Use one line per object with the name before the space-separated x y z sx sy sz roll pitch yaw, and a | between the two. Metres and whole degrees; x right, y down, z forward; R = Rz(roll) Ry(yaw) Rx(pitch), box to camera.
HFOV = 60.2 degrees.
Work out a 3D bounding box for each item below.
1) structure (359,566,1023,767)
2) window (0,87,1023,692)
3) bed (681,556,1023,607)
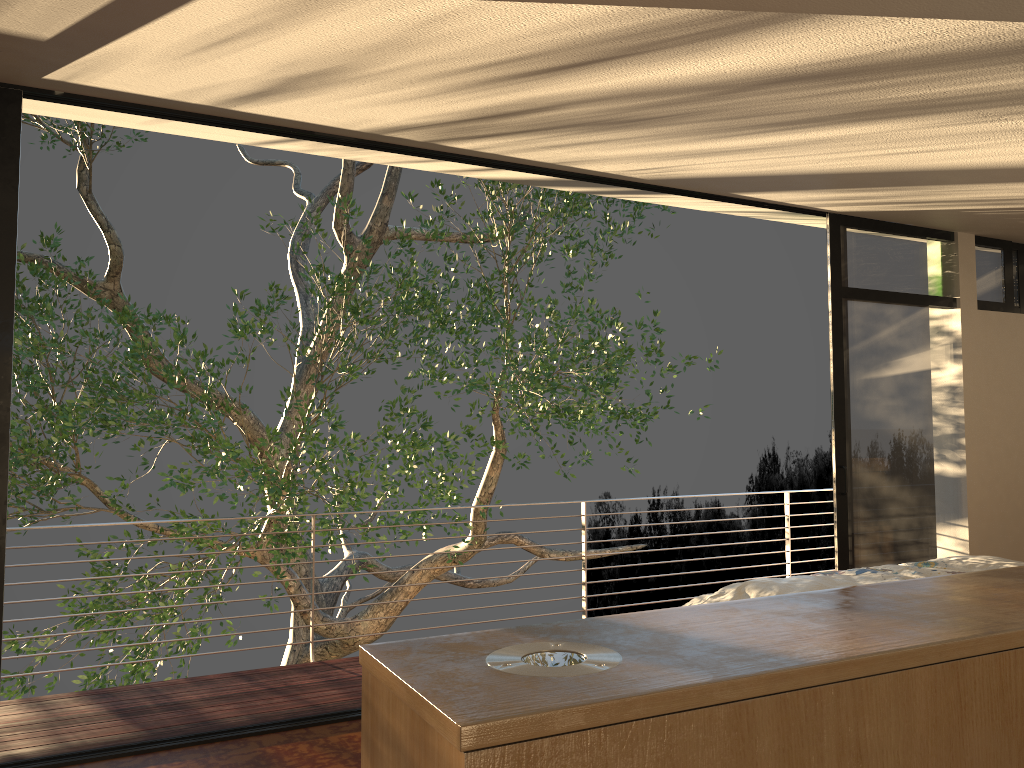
structure | 2.541 0.826 2.177 5.962 0.975 0.299 1 -4 -27
window | 2.421 0.037 1.812 10.619 2.516 6.637 1 -4 -27
bed | 1.915 1.015 3.186 1.881 0.713 2.090 1 -3 -26
